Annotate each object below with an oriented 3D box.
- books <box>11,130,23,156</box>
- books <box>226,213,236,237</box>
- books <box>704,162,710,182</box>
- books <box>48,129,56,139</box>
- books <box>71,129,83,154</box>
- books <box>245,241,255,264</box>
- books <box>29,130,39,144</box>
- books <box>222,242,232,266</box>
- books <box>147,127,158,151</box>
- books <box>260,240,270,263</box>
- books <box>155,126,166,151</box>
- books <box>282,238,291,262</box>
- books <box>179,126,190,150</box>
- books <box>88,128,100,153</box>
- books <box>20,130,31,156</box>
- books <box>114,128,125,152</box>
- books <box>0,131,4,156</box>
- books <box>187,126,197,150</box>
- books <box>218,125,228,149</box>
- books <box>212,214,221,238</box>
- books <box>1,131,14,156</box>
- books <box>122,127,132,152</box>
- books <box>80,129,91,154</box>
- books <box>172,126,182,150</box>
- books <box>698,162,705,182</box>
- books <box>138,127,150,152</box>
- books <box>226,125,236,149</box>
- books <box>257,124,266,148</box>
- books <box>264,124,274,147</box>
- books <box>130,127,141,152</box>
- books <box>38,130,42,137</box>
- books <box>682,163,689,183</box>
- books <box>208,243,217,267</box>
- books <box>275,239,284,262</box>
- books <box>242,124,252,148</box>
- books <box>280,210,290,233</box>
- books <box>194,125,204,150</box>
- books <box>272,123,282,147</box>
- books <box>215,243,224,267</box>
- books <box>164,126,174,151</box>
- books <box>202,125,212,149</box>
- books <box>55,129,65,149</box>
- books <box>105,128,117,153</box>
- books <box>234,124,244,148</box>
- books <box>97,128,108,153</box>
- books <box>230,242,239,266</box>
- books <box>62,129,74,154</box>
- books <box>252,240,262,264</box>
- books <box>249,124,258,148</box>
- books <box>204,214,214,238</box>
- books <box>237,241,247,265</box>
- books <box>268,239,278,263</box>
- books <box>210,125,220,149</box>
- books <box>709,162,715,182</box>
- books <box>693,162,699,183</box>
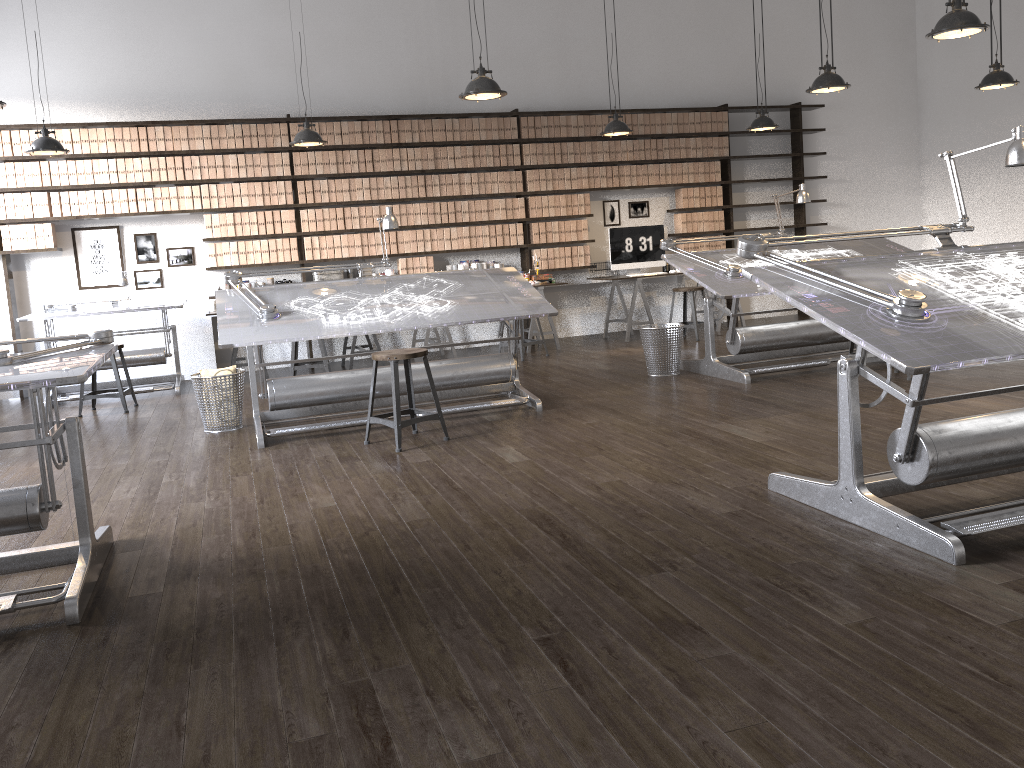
[{"bbox_3d":[-4.390,-2.130,7.883,0.067,0.224,0.175,-6,7,-17],"label":"books"},{"bbox_3d":[-2.691,-1.517,8.476,0.067,0.224,0.175,-6,7,-17],"label":"books"},{"bbox_3d":[2.153,-2.381,9.986,0.067,0.224,0.175,-6,7,-17],"label":"books"},{"bbox_3d":[-4.122,-2.162,7.961,0.067,0.224,0.175,-6,7,-17],"label":"books"},{"bbox_3d":[-3.930,-2.185,8.022,0.067,0.224,0.175,-6,7,-17],"label":"books"},{"bbox_3d":[-2.534,-1.268,8.555,0.067,0.224,0.175,-6,7,-17],"label":"books"},{"bbox_3d":[-4.255,-2.147,7.925,0.067,0.224,0.175,-6,7,-17],"label":"books"},{"bbox_3d":[-2.734,-1.243,8.487,0.067,0.224,0.175,-6,7,-17],"label":"books"},{"bbox_3d":[-3.332,-2.259,8.216,0.067,0.224,0.175,-6,7,-17],"label":"books"},{"bbox_3d":[-2.396,-1.283,8.590,0.067,0.224,0.175,-6,7,-17],"label":"books"},{"bbox_3d":[-3.263,-2.267,8.233,0.067,0.224,0.175,-6,7,-17],"label":"books"},{"bbox_3d":[-2.208,-1.307,8.657,0.067,0.224,0.175,-6,7,-17],"label":"books"},{"bbox_3d":[-3.064,-2.290,8.294,0.067,0.224,0.175,-6,7,-17],"label":"books"},{"bbox_3d":[-3.799,-2.202,8.070,0.067,0.224,0.175,-6,7,-17],"label":"books"},{"bbox_3d":[-4.321,-2.138,7.900,0.067,0.224,0.175,-6,7,-17],"label":"books"},{"bbox_3d":[-3.593,-2.226,8.127,0.067,0.224,0.175,-6,7,-17],"label":"books"},{"bbox_3d":[-4.531,-2.113,7.839,0.067,0.224,0.175,-6,7,-17],"label":"books"},{"bbox_3d":[-3.002,-2.299,8.318,0.067,0.224,0.175,-6,7,-17],"label":"books"},{"bbox_3d":[-2.741,-2.331,8.403,0.067,0.224,0.175,-6,7,-17],"label":"books"},{"bbox_3d":[-2.815,-1.502,8.441,0.067,0.224,0.175,-6,7,-17],"label":"books"},{"bbox_3d":[-4.459,-2.121,7.856,0.067,0.224,0.175,-6,7,-17],"label":"books"},{"bbox_3d":[-3.535,-2.234,8.150,0.067,0.224,0.175,-6,7,-17],"label":"books"},{"bbox_3d":[-3.865,-2.194,8.047,0.067,0.224,0.175,-6,7,-17],"label":"books"},{"bbox_3d":[-3.130,-2.283,8.279,0.067,0.224,0.175,-6,7,-17],"label":"books"},{"bbox_3d":[2.091,-2.373,9.960,0.067,0.224,0.175,-6,7,-17],"label":"books"},{"bbox_3d":[-3.401,-2.250,8.189,0.067,0.224,0.175,-6,7,-17],"label":"books"},{"bbox_3d":[-2.674,-2.338,8.420,0.067,0.224,0.175,-6,7,-17],"label":"books"},{"bbox_3d":[-2.406,-2.371,8.506,0.067,0.224,0.175,-6,7,-17],"label":"books"},{"bbox_3d":[-2.340,-2.379,8.529,0.067,0.224,0.175,-6,7,-17],"label":"books"},{"bbox_3d":[-3.473,-2.242,8.172,0.067,0.224,0.175,-6,7,-17],"label":"books"},{"bbox_3d":[-4.188,-2.155,7.946,0.067,0.224,0.175,-6,7,-17],"label":"books"},{"bbox_3d":[1.898,-2.350,9.901,0.067,0.224,0.175,-6,7,-17],"label":"books"},{"bbox_3d":[-2.856,-1.227,8.446,0.067,0.224,0.175,-6,7,-17],"label":"books"},{"bbox_3d":[-2.269,-1.299,8.635,0.067,0.224,0.175,-6,7,-17],"label":"books"},{"bbox_3d":[-2.535,-2.354,8.460,0.067,0.224,0.175,-6,7,-17],"label":"books"},{"bbox_3d":[-2.212,-1.576,8.631,0.067,0.224,0.175,-6,7,-17],"label":"books"},{"bbox_3d":[-2.942,-2.306,8.336,0.067,0.224,0.175,-6,7,-17],"label":"books"},{"bbox_3d":[-2.273,-2.387,8.546,0.067,0.224,0.175,-6,7,-17],"label":"books"},{"bbox_3d":[-2.794,-1.236,8.470,0.067,0.224,0.175,-6,7,-17],"label":"books"},{"bbox_3d":[-3.197,-2.275,8.258,0.067,0.224,0.175,-6,7,-17],"label":"books"},{"bbox_3d":[-2.872,-2.314,8.355,0.067,0.224,0.175,-6,7,-17],"label":"books"},{"bbox_3d":[-4.060,-2.170,7.985,0.067,0.224,0.175,-6,7,-17],"label":"books"},{"bbox_3d":[-3.662,-2.218,8.105,0.067,0.224,0.175,-6,7,-17],"label":"books"},{"bbox_3d":[-2.604,-2.346,8.438,0.067,0.224,0.175,-6,7,-17],"label":"books"},{"bbox_3d":[-3.732,-2.210,8.087,0.067,0.224,0.175,-6,7,-17],"label":"books"},{"bbox_3d":[-2.665,-1.251,8.507,0.067,0.224,0.175,-6,7,-17],"label":"books"},{"bbox_3d":[-4.000,-2.177,8.002,0.067,0.224,0.175,-6,7,-17],"label":"books"},{"bbox_3d":[-2.466,-1.275,8.572,0.067,0.224,0.175,-6,7,-17],"label":"books"},{"bbox_3d":[-2.477,-2.362,8.483,0.067,0.224,0.175,-6,7,-17],"label":"books"},{"bbox_3d":[-2.883,-1.494,8.417,0.067,0.224,0.175,-6,7,-17],"label":"books"},{"bbox_3d":[-2.599,-1.259,8.532,0.067,0.224,0.175,-6,7,-17],"label":"books"},{"bbox_3d":[-2.328,-1.291,8.612,0.067,0.224,0.175,-6,7,-17],"label":"books"},{"bbox_3d":[-2.807,-2.322,8.380,0.067,0.224,0.175,-6,7,-17],"label":"books"},{"bbox_3d":[2.220,-2.389,10.007,0.067,0.224,0.175,-6,7,-17],"label":"books"},{"bbox_3d":[2.026,-2.366,9.944,0.067,0.224,0.175,-6,7,-17],"label":"books"}]
